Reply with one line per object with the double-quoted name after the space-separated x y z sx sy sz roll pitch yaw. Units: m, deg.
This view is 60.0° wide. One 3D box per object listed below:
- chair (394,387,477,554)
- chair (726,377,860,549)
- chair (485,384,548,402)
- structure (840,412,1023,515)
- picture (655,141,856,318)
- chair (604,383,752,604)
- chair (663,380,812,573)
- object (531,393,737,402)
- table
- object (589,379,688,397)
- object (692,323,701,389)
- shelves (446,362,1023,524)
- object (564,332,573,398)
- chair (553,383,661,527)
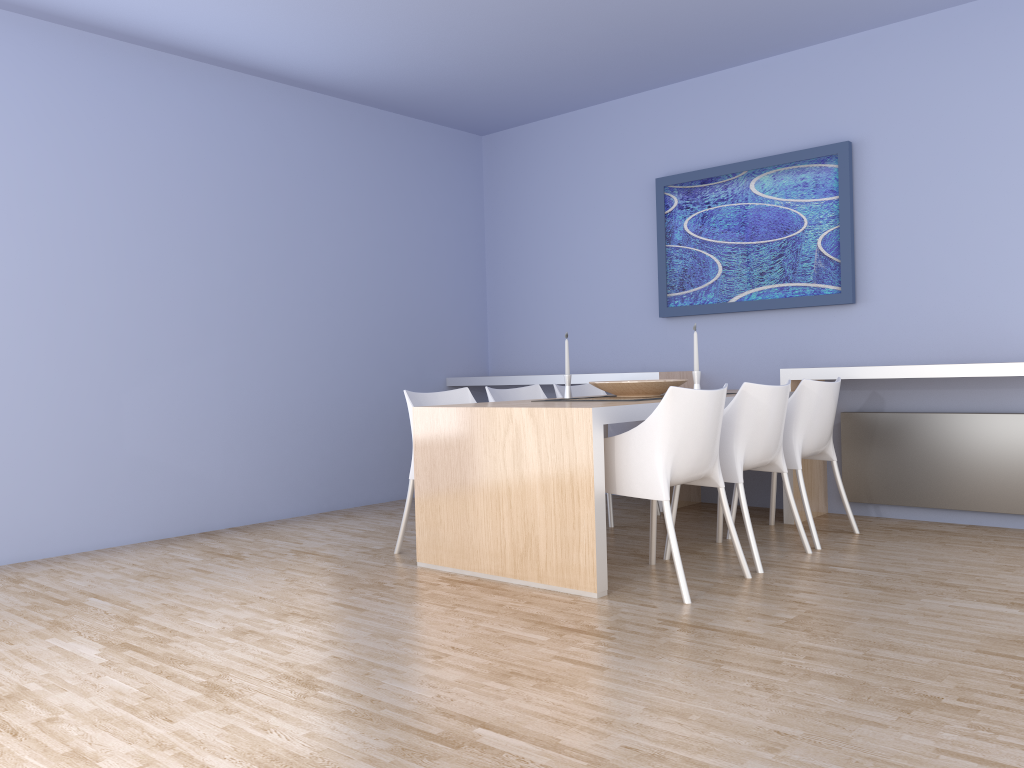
-0.240 0.416 4.328 0.486 0.793 0.510 -1 1 42 "chair"
1.403 0.368 4.452 0.486 0.793 0.510 -1 1 42 "chair"
0.141 0.400 4.758 0.486 0.793 0.510 -1 1 42 "chair"
1.302 0.420 5.513 3.843 0.503 0.064 -1 1 42 "structure"
1.426 -0.891 5.356 1.252 0.901 0.049 -1 1 42 "picture"
0.618 0.400 3.567 0.486 0.793 0.510 -1 1 42 "chair"
1.013 0.384 4.013 0.486 0.793 0.510 -1 1 42 "chair"
0.637 0.066 4.448 0.594 0.005 0.986 -1 1 41 "object"
0.711 0.423 4.538 1.002 0.718 2.340 -1 1 42 "table"
0.635 0.023 4.452 0.493 0.081 0.493 -2 1 -30 "object"
0.857 -0.110 4.128 0.045 0.349 0.045 -1 1 42 "object"
1.130 0.341 5.421 3.901 0.840 0.463 -1 1 42 "shelves"
0.289 -0.100 4.632 0.045 0.349 0.045 -2 1 -7 "object"
0.522 0.385 5.188 0.486 0.793 0.510 -1 1 42 "chair"
